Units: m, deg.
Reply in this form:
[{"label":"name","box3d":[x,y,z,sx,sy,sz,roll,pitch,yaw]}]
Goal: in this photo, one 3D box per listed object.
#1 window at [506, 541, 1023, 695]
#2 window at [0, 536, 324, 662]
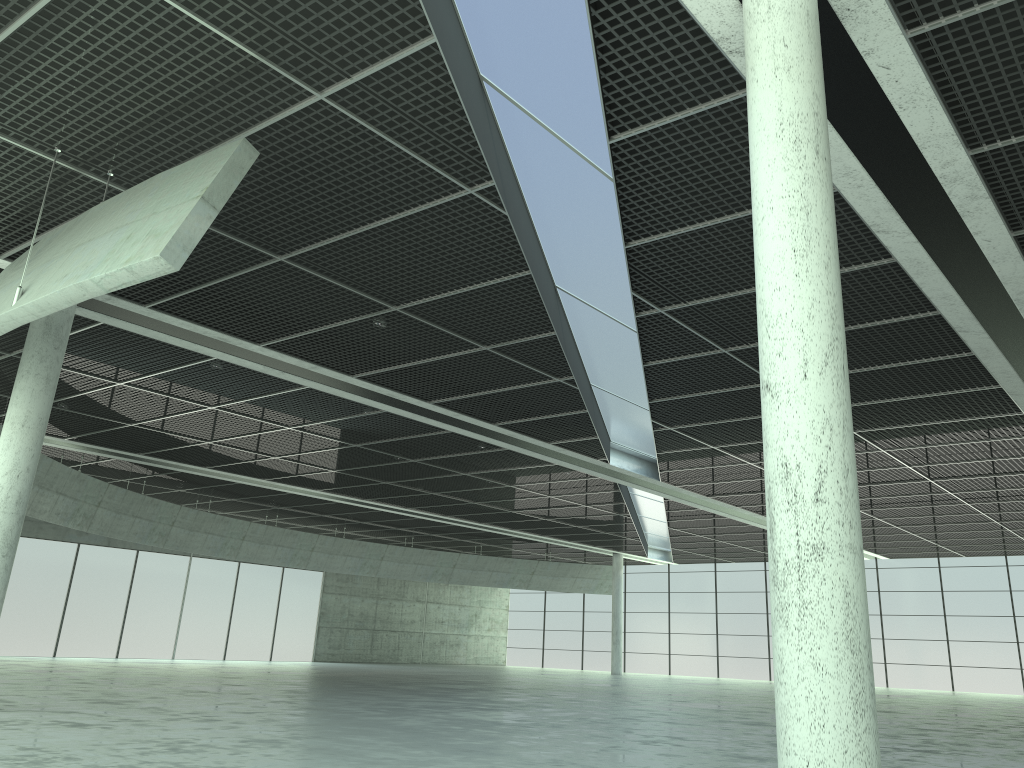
[{"label":"window","box3d":[7.973,13.210,55.957,99.611,16.083,100.726,-11,-23,36]},{"label":"window","box3d":[-31.457,23.638,84.550,0.159,10.663,33.508,-11,-23,36]}]
